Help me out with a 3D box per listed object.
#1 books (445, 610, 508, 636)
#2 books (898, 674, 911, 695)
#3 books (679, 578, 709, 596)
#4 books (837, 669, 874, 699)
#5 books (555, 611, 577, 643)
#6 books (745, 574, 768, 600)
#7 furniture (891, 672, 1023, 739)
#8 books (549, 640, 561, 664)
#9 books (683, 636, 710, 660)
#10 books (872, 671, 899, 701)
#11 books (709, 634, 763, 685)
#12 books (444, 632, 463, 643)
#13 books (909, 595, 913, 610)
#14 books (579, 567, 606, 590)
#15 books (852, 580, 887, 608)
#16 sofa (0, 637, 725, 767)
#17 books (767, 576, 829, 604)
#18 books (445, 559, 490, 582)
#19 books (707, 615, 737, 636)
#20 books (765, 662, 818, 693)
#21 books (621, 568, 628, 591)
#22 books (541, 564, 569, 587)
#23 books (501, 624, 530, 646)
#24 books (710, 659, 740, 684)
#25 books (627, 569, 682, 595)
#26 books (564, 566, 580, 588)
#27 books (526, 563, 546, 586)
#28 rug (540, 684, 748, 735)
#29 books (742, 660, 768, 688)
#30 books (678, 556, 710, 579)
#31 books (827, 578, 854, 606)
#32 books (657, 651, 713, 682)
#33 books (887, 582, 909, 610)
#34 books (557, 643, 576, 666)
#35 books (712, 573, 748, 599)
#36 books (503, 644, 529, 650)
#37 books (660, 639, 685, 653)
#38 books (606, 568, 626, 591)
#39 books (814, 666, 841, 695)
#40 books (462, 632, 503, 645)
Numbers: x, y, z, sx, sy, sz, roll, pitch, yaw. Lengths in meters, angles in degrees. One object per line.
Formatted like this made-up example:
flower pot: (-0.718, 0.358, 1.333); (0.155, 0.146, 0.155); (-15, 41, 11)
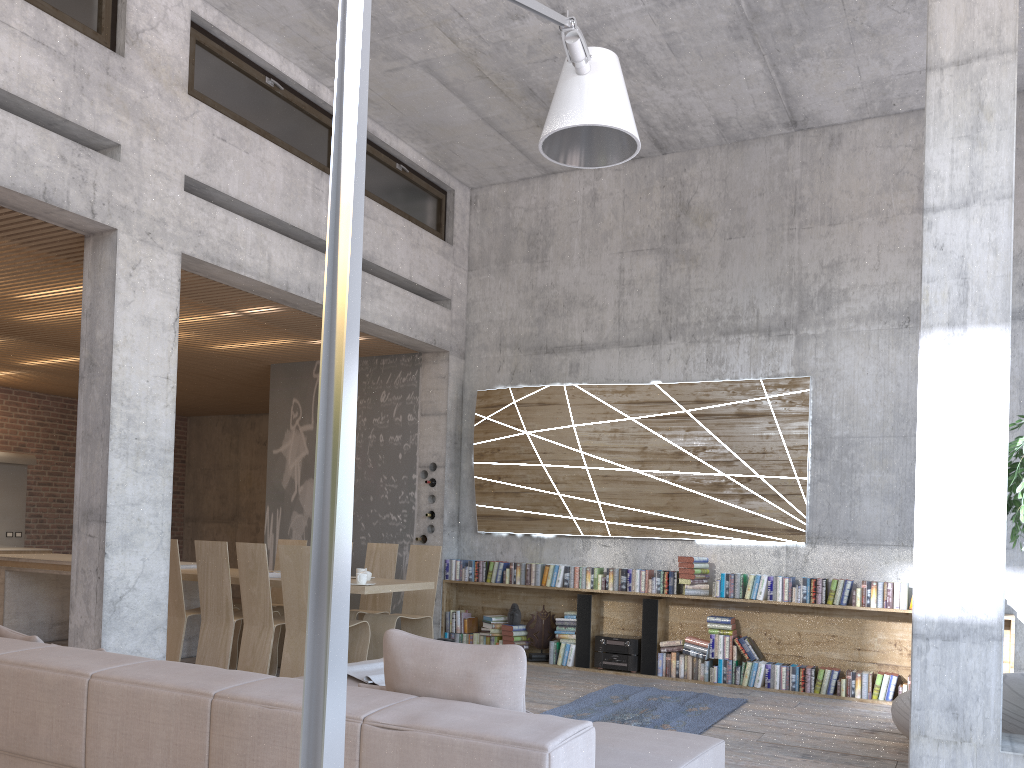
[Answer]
books: (-0.358, 2.548, 9.322); (0.717, 0.260, 0.303); (-4, -8, 32)
books: (3.401, 2.566, 7.362); (0.278, 0.219, 0.211); (-1, -6, 26)
books: (1.705, 1.897, 8.197); (0.285, 0.149, 0.223); (4, -7, -15)
books: (2.959, 2.585, 7.558); (0.278, 0.219, 0.211); (-1, -6, 26)
books: (0.581, 2.450, 8.841); (0.251, 0.321, 0.220); (-1, -4, 30)
books: (2.226, 1.837, 7.939); (0.199, 0.226, 0.191); (-1, -5, 28)
furniture: (3.350, 2.165, 5.577); (1.800, 0.804, 1.643); (6, -9, -24)
books: (0.446, 2.719, 8.890); (0.074, 0.219, 0.206); (1, -5, 28)
books: (1.724, 2.449, 8.144); (0.244, 0.191, 0.156); (-1, -5, 28)
books: (3.187, 2.579, 7.485); (0.199, 0.226, 0.191); (-1, -5, 28)
books: (2.053, 2.525, 8.033); (0.452, 0.445, 0.216); (-1, -4, 28)
books: (-0.624, 2.777, 9.427); (0.273, 0.219, 0.206); (-1, -6, 28)
books: (3.450, 1.773, 7.298); (0.249, 0.227, 0.191); (-1, -5, 28)
books: (0.814, 1.926, 8.682); (0.277, 0.219, 0.172); (-2, -5, 29)
books: (3.076, 1.799, 7.522); (0.278, 0.219, 0.211); (-1, -6, 26)
sofa: (-0.535, 1.657, 4.350); (3.000, 0.778, 3.048); (-3, -10, 28)
books: (2.541, 1.829, 7.799); (0.490, 0.218, 0.217); (-2, -7, 28)
books: (-0.462, 1.994, 9.376); (0.490, 0.218, 0.217); (-2, -7, 28)
books: (1.944, 2.237, 8.115); (0.239, 0.159, 0.191); (-2, -7, 28)
books: (2.486, 2.612, 7.808); (0.418, 0.219, 0.206); (-2, -6, 28)
books: (1.118, 1.915, 8.567); (0.055, 0.219, 0.191); (1, -4, 28)
books: (0.446, 1.938, 8.875); (0.249, 0.227, 0.191); (-1, -5, 28)
books: (0.039, 2.588, 9.045); (0.247, 0.209, 0.190); (7, -7, -41)
books: (1.959, 2.633, 8.065); (0.227, 0.219, 0.217); (-1, -6, 28)
books: (1.365, 1.896, 8.416); (0.490, 0.218, 0.217); (-2, -7, 28)
books: (0.621, 1.936, 8.781); (0.156, 0.219, 0.155); (0, -4, 28)
books: (0.253, 1.949, 8.976); (0.156, 0.219, 0.191); (0, -5, 28)
rug: (0.765, 2.408, 6.248); (1.163, 0.048, 2.953); (-3, -11, 27)
books: (2.200, 2.617, 7.927); (0.199, 0.226, 0.191); (-1, -5, 28)
books: (1.698, 1.719, 8.199); (0.247, 0.209, 0.190); (7, -7, -41)
books: (2.862, 1.812, 7.645); (0.199, 0.226, 0.191); (-1, -5, 28)
books: (1.639, 2.649, 8.269); (0.494, 0.236, 0.244); (-2, -7, 28)
books: (3.256, 1.784, 7.399); (0.156, 0.219, 0.191); (0, -5, 28)
books: (0.577, 2.709, 8.804); (0.199, 0.226, 0.191); (-1, -5, 28)
books: (2.005, 1.851, 8.066); (0.278, 0.219, 0.211); (-1, -6, 26)
books: (0.028, 2.765, 9.052); (0.262, 0.149, 0.250); (4, -8, -16)
books: (1.540, 2.481, 8.307); (0.234, 0.138, 0.193); (-2, -8, 29)
books: (1.029, 1.922, 8.623); (0.155, 0.219, 0.206); (0, -5, 28)
books: (2.759, 2.597, 7.674); (0.199, 0.226, 0.191); (-1, -5, 28)
books: (-0.271, 2.753, 9.274); (0.494, 0.236, 0.244); (-2, -7, 28)
